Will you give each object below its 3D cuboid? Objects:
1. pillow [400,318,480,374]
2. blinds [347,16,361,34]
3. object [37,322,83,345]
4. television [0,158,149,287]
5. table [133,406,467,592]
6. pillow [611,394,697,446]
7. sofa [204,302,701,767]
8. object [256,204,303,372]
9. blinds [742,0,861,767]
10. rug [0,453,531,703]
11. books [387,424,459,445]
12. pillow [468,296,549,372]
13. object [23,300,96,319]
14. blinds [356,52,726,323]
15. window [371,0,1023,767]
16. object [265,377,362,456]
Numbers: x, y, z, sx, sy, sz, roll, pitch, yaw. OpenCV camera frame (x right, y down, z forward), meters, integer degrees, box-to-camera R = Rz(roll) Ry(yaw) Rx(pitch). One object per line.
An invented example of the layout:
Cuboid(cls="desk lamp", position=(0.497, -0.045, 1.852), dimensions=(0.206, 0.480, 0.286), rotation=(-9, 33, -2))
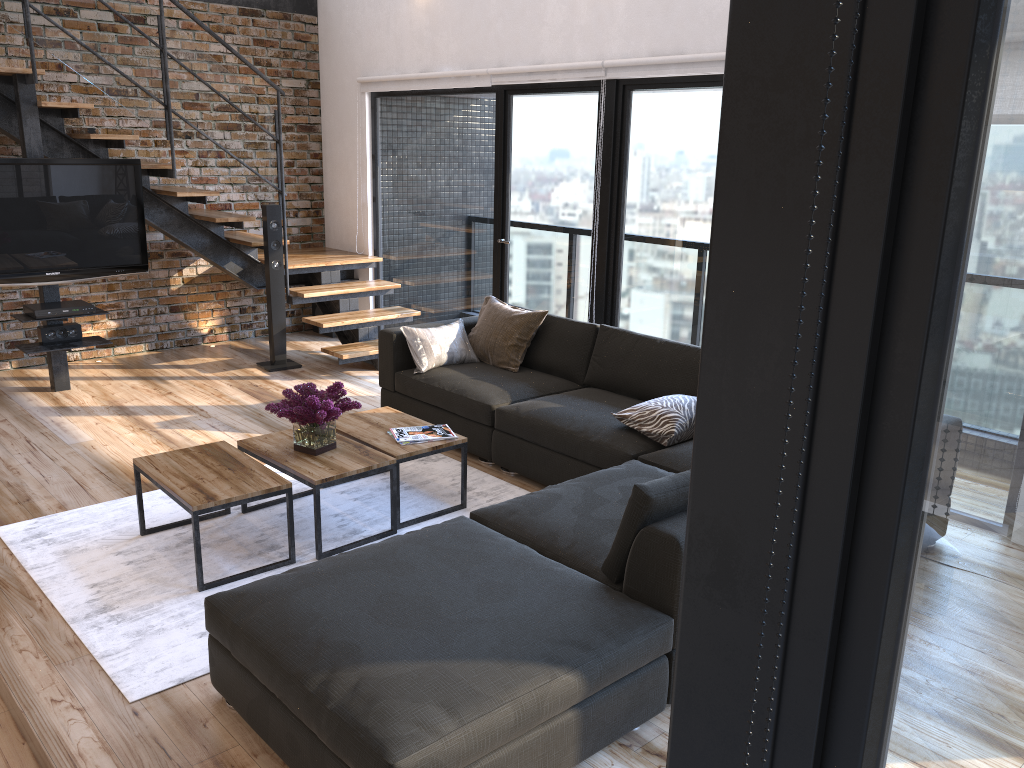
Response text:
Cuboid(cls="pillow", position=(-0.423, -0.228, 5.347), dimensions=(0.498, 0.267, 0.211), rotation=(-12, 20, -40))
Cuboid(cls="blinds", position=(-1.727, -3.997, 5.817), dimensions=(10.194, 2.988, 1.989), rotation=(9, 17, 25))
Cuboid(cls="object", position=(-2.959, -0.330, 5.805), dimensions=(0.246, 0.112, 0.088), rotation=(-12, 20, -40))
Cuboid(cls="television", position=(-2.937, -1.018, 5.578), dimensions=(1.205, 0.786, 0.136), rotation=(-12, 21, -40))
Cuboid(cls="table", position=(-0.895, 0.456, 3.939), dimensions=(1.296, 0.351, 0.695), rotation=(-12, 20, -40))
Cuboid(cls="pillow", position=(0.776, 0.153, 4.263), dimensions=(0.530, 0.178, 0.355), rotation=(-13, 21, -42))
Cuboid(cls="sofa", position=(-0.168, 0.283, 3.981), dimensions=(2.994, 0.703, 3.037), rotation=(-12, 20, -41))
Cuboid(cls="object", position=(-1.754, -0.713, 6.572), dimensions=(0.270, 1.211, 0.270), rotation=(-10, 20, -36))
Cuboid(cls="blinds", position=(1.037, 0.485, 0.747), dimensions=(1.828, 2.060, 3.845), rotation=(2, 15, 2))
Cuboid(cls="rug", position=(-0.923, 0.632, 3.959), dimensions=(2.110, 0.003, 1.633), rotation=(-12, 20, -41))
Cuboid(cls="books", position=(-0.415, 0.232, 4.112), dimensions=(0.295, 0.013, 0.228), rotation=(-4, 16, -21))
Cuboid(cls="pillow", position=(-0.070, -0.313, 5.440), dimensions=(0.264, 0.384, 0.608), rotation=(-12, 20, -40))
Cuboid(cls="object", position=(-2.906, -0.479, 5.697), dimensions=(0.359, 0.058, 0.274), rotation=(-12, 20, -41))
Cuboid(cls="blinds", position=(0.525, -0.907, 5.459), dimensions=(0.095, 2.052, 5.356), rotation=(-13, 21, -40))
Cuboid(cls="window", position=(-0.817, -2.098, 4.145), dimensions=(5.654, 5.590, 13.366), rotation=(-12, 20, -41))
Cuboid(cls="object", position=(-0.859, 0.123, 3.845), dimensions=(0.374, 0.344, 0.341), rotation=(-12, 20, -39))
